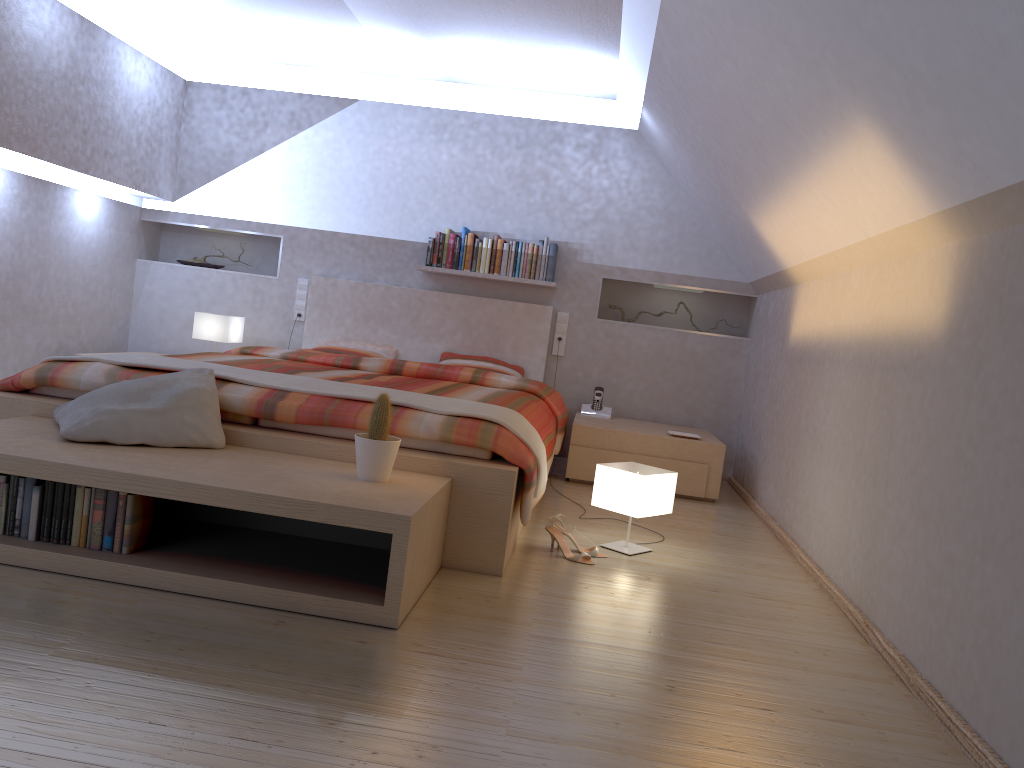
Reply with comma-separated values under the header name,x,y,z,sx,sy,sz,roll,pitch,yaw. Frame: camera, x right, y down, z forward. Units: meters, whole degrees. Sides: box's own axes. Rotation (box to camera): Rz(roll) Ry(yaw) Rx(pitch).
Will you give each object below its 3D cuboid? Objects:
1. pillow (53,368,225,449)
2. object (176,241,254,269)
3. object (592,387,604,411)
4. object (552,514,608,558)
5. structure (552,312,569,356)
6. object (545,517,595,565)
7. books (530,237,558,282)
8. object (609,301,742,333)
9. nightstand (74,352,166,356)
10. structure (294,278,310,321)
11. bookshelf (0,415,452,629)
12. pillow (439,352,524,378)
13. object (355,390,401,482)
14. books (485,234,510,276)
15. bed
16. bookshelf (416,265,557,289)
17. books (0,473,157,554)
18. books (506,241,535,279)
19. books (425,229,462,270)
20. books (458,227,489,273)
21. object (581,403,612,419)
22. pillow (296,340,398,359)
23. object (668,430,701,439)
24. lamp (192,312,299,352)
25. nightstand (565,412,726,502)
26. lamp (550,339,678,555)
name,x,y,z,sx,sy,sz,roll,pitch,yaw
pillow,-1.243,0.060,2.973,0.498,0.241,0.470,5,4,-30
object,-2.077,-0.932,6.274,0.589,0.242,0.183,8,4,4
object,0.554,0.103,5.716,0.060,0.169,0.079,8,4,5
object,0.261,0.583,3.424,0.235,0.132,0.079,8,4,11
structure,0.324,-0.334,5.910,0.077,0.286,0.034,8,4,5
object,0.219,0.583,3.330,0.235,0.132,0.079,10,5,37
books,0.213,-0.810,5.791,0.145,0.281,0.200,8,4,5
object,1.101,-0.464,5.974,0.905,0.193,0.085,8,4,6
nightstand,-2.158,0.021,5.653,0.859,0.329,0.847,8,4,5
structure,-1.440,-0.576,6.074,0.077,0.286,0.034,8,4,5
bookshelf,-0.988,0.377,2.712,1.495,0.303,0.643,8,4,5
pillow,-0.223,-0.080,5.633,0.566,0.188,0.497,8,4,6
object,-0.414,0.157,2.745,0.144,0.294,0.144,10,4,30
books,-0.086,-0.840,5.815,0.140,0.260,0.209,8,4,5
bed,-0.758,-0.056,4.504,2.087,0.994,3.009,8,4,5
bookshelf,-0.162,-0.704,5.830,0.916,0.028,0.223,8,4,5
books,-1.382,0.336,2.569,0.652,0.193,0.157,8,4,5
books,0.060,-0.805,5.807,0.159,0.231,0.200,8,4,5
books,-0.434,-0.887,5.844,0.209,0.260,0.215,8,4,5
books,-0.241,-0.872,5.833,0.178,0.281,0.200,8,4,5
object,0.543,0.168,5.701,0.192,0.087,0.153,8,4,5
pillow,-1.066,-0.186,5.761,0.572,0.180,0.492,8,4,6
object,0.991,0.296,5.108,0.179,0.015,0.177,8,4,6
lamp,-1.808,-0.245,5.877,0.318,0.515,0.684,10,4,34
nightstand,0.785,0.426,5.379,0.859,0.329,0.847,8,4,5
lamp,0.469,0.198,4.658,0.396,0.788,2.551,7,4,-4
